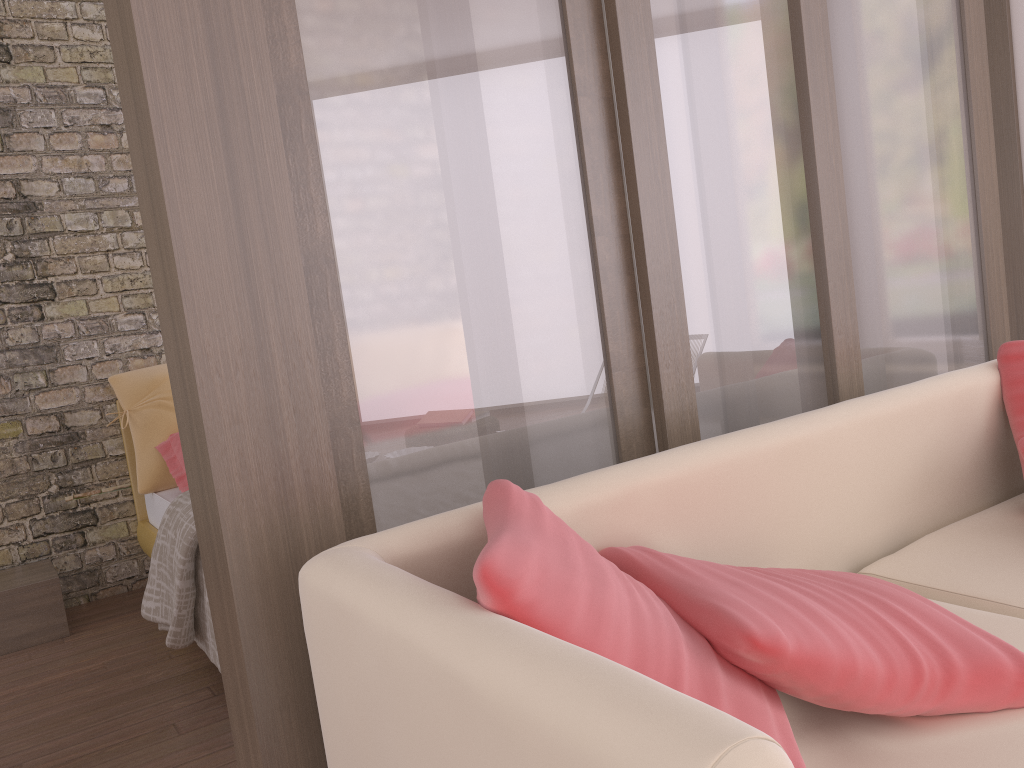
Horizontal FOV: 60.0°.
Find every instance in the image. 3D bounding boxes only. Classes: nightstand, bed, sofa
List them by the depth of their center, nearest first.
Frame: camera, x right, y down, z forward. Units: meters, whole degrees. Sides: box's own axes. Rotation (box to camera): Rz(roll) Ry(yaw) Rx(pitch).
[{"bbox_3d":[0.869,0.438,1.555,2.204,0.751,0.919,-11,7,-32],"label":"sofa"},{"bbox_3d":[-2.149,0.926,3.448,0.707,0.240,0.400,-11,7,-32],"label":"nightstand"},{"bbox_3d":[-0.313,0.355,3.482,2.219,0.861,2.360,-11,7,-32],"label":"bed"}]

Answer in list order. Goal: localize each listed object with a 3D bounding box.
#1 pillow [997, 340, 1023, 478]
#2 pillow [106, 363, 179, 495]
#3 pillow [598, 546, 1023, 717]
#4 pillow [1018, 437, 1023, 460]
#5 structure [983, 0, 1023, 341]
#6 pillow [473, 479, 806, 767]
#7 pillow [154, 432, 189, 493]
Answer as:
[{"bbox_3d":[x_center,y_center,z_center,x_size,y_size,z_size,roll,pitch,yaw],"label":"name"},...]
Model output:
[{"bbox_3d":[1.400,0.081,2.019,0.498,0.377,0.379,-6,6,18],"label":"pillow"},{"bbox_3d":[-1.279,0.132,4.030,1.019,0.527,0.355,-11,7,-31],"label":"pillow"},{"bbox_3d":[0.447,0.362,1.365,0.467,0.224,0.507,-10,6,-19],"label":"pillow"},{"bbox_3d":[1.334,0.204,1.720,0.507,0.224,0.467,-8,6,-4],"label":"pillow"},{"bbox_3d":[1.491,-1.007,4.411,0.808,2.881,2.039,-11,7,-32],"label":"structure"},{"bbox_3d":[0.153,0.336,1.182,0.379,0.377,0.498,-7,6,3],"label":"pillow"},{"bbox_3d":[-1.022,0.262,3.758,0.831,0.264,0.538,-11,7,-31],"label":"pillow"}]
